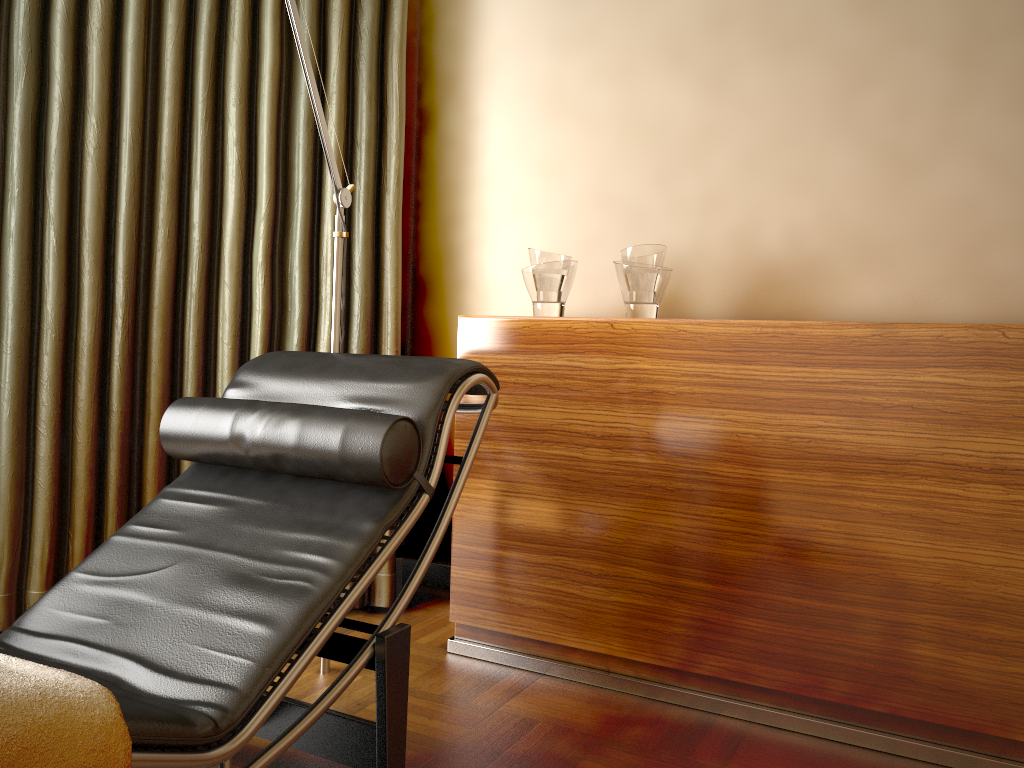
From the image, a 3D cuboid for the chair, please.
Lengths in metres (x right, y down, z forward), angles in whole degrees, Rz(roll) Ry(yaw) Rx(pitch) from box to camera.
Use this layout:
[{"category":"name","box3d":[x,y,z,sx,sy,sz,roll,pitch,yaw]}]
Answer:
[{"category":"chair","box3d":[-0.683,0.364,1.268,0.636,0.798,1.787,2,2,28]}]

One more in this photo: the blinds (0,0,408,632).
[{"category":"blinds","box3d":[-1.076,-0.568,2.570,1.531,2.458,0.224,2,-2,-17]}]

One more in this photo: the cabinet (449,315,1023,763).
[{"category":"cabinet","box3d":[0.679,0.282,2.138,1.675,0.864,0.415,3,0,28]}]

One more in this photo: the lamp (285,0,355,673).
[{"category":"lamp","box3d":[-0.607,-0.194,1.570,0.452,1.970,1.412,1,-1,32]}]

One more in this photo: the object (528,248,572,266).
[{"category":"object","box3d":[0.103,-0.298,2.422,0.122,0.150,0.122,2,0,10]}]

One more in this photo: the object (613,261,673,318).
[{"category":"object","box3d":[0.338,-0.246,2.294,0.155,0.154,0.156,2,1,19]}]

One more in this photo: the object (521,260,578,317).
[{"category":"object","box3d":[0.102,-0.259,2.420,0.156,0.154,0.155,1,1,-15]}]

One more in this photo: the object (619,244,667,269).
[{"category":"object","box3d":[0.339,-0.284,2.295,0.122,0.150,0.122,2,0,8]}]

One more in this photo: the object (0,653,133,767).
[{"category":"object","box3d":[-0.950,0.533,0.806,0.918,0.521,0.908,3,2,28]}]
